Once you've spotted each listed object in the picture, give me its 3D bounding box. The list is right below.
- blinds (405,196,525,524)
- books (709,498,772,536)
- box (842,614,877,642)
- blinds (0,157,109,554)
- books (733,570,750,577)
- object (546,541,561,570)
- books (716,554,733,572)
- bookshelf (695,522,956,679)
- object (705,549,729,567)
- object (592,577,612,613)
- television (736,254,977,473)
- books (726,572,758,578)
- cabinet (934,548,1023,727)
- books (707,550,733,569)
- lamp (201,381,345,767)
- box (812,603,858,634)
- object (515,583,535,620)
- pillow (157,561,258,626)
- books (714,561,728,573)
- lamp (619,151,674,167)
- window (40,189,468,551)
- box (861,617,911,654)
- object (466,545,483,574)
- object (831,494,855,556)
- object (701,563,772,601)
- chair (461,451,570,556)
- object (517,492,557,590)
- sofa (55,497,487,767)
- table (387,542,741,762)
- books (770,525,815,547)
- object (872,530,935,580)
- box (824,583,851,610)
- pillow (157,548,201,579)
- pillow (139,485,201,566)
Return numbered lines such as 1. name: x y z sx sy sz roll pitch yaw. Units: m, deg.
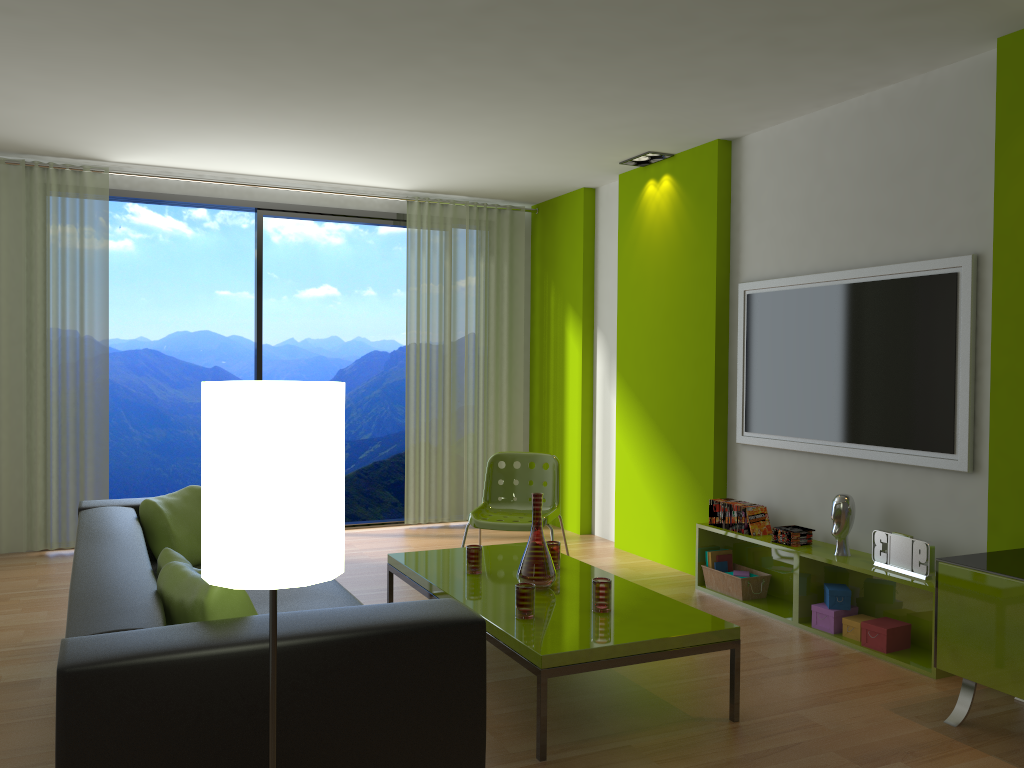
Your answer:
1. blinds: -0.376 -0.180 7.144 1.012 2.568 0.067 0 1 -25
2. books: 1.276 0.742 4.956 0.147 0.150 0.370 0 1 -25
3. box: 1.643 1.150 4.175 0.169 0.093 0.102 0 1 -30
4. blinds: -3.204 -0.180 5.824 1.012 2.568 0.067 0 1 -25
5. books: 1.277 1.056 4.936 0.087 0.008 0.110 1 1 15
6. object: 0.188 0.795 4.111 0.076 0.122 0.075 1 1 9
7. books: 1.222 1.071 5.084 0.105 0.182 0.031 0 1 -25
8. bookshelf: 1.548 1.015 4.466 0.306 0.378 1.630 0 1 -25
9. object: 1.192 1.061 5.122 0.158 0.200 0.040 0 1 -25
10. object: 0.344 0.811 3.401 0.075 0.122 0.076 1 1 30
11. television: 1.655 -0.104 4.506 0.028 0.941 1.537 0 1 -25
12. books: 1.287 1.073 4.920 0.143 0.025 0.182 0 1 -25
13. cabinet: 2.492 0.982 1.865 0.547 0.593 3.384 0 1 -25
14. books: 1.202 1.061 5.099 0.158 0.202 0.051 0 1 -25
15. lamp: -0.494 0.618 1.840 0.302 1.244 0.295 0 1 -25
16. box: 1.567 1.135 4.307 0.202 0.116 0.135 0 1 -30
17. object: 0.049 0.810 3.305 0.076 0.122 0.075 1 1 9
18. pillow: -0.839 0.701 2.498 0.210 0.403 0.457 0 1 -39
19. books: 1.195 1.089 5.057 0.086 0.148 0.025 0 1 -25
20. lamp: 0.872 -1.519 5.759 0.192 0.131 0.352 0 1 -25
21. window: -1.714 -0.102 6.769 3.336 2.498 0.219 0 1 -25
22. box: 1.698 1.142 4.026 0.202 0.116 0.135 0 1 -30
23. object: -0.170 0.794 4.005 0.076 0.122 0.075 1 1 9
24. object: 1.609 0.686 4.307 0.107 0.305 0.107 1 1 31
25. object: 1.255 1.108 4.979 0.213 0.129 0.367 0 1 -25
26. chair: 0.019 0.799 5.171 0.640 0.759 0.546 1 1 13
27. object: 0.105 0.661 3.743 0.168 0.400 0.168 0 1 -39
28. sofa: -1.039 0.890 3.282 1.061 0.639 2.583 0 1 -25
29. table: 0.104 1.032 3.800 0.810 0.349 1.682 0 1 -25
30. books: 1.448 0.784 4.587 0.164 0.078 0.172 0 1 -27
31. object: 1.741 0.757 3.956 0.047 0.176 0.340 0 1 -20
32. box: 1.577 1.031 4.300 0.102 0.093 0.138 1 1 10
33. pillow: -1.017 0.707 2.849 0.164 0.317 0.380 0 2 -41
34. pillow: -1.490 0.660 4.027 0.269 0.362 0.399 1 1 23
